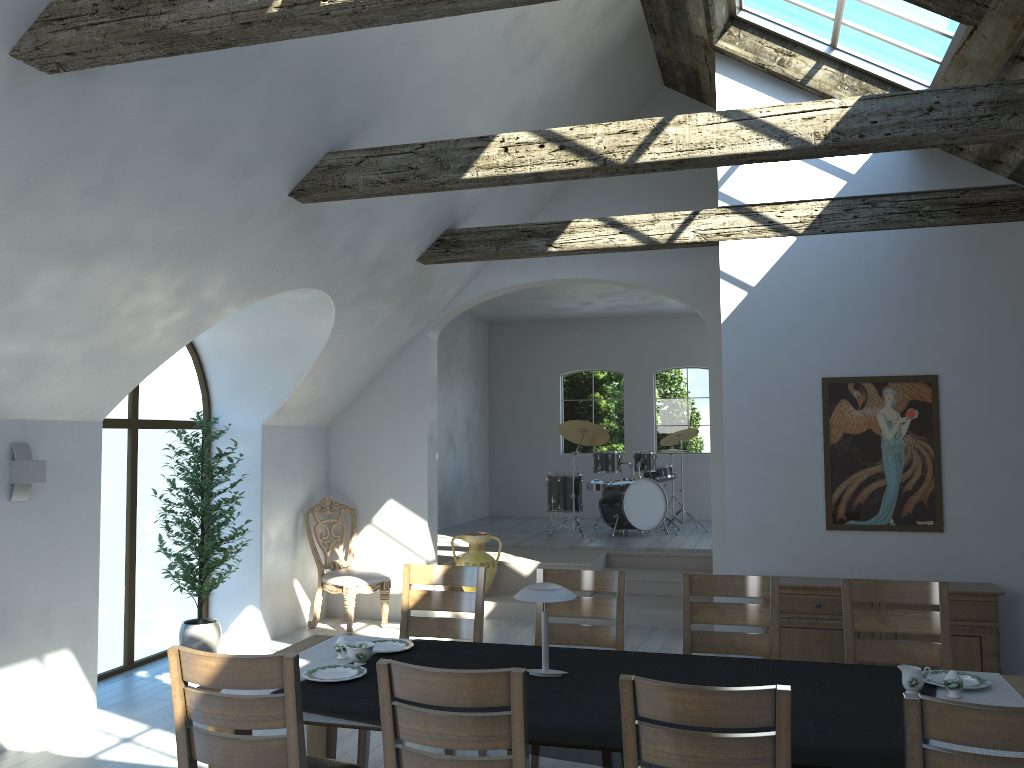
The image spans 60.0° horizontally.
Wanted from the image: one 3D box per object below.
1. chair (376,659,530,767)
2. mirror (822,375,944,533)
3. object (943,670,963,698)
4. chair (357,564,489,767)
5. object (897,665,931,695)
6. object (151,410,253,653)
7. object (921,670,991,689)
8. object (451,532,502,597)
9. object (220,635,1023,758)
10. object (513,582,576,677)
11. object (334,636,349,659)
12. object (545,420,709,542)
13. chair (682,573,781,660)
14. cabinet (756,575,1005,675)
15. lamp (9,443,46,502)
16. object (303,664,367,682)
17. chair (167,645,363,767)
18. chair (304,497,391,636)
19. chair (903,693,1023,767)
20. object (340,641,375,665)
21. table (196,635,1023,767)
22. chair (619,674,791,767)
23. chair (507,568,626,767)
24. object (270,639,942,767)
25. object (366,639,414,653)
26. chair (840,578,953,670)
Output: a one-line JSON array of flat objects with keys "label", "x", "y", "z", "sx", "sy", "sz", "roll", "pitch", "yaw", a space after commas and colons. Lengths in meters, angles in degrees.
[{"label": "chair", "x": -0.113, "y": 1.358, "z": 2.875, "sx": 0.514, "sy": 1.006, "sz": 0.605, "roll": -1, "pitch": -4, "yaw": 16}, {"label": "mirror", "x": 2.502, "y": 0.470, "z": 6.008, "sx": 0.736, "sy": 1.047, "sz": 0.009, "roll": -1, "pitch": -4, "yaw": 16}, {"label": "object", "x": 1.588, "y": 1.077, "z": 3.190, "sx": 0.064, "sy": 0.092, "sz": 0.064, "roll": 0, "pitch": -4, "yaw": -7}, {"label": "chair", "x": -0.428, "y": 1.460, "z": 4.492, "sx": 0.514, "sy": 1.006, "sz": 0.605, "roll": -1, "pitch": -4, "yaw": 16}, {"label": "object", "x": 1.465, "y": 1.078, "z": 3.235, "sx": 0.100, "sy": 0.098, "sz": 0.071, "roll": 1, "pitch": -4, "yaw": -15}, {"label": "object", "x": -2.366, "y": 1.157, "z": 6.788, "sx": 0.718, "sy": 1.920, "sz": 0.737, "roll": -3, "pitch": -4, "yaw": 35}, {"label": "object", "x": 1.671, "y": 1.124, "z": 3.360, "sx": 0.250, "sy": 0.017, "sz": 0.253, "roll": -1, "pitch": -4, "yaw": 16}, {"label": "object", "x": -0.345, "y": 1.753, "z": 8.568, "sx": 0.402, "sy": 0.605, "sz": 0.396, "roll": 1, "pitch": -4, "yaw": -27}, {"label": "object", "x": 0.412, "y": 1.188, "z": 3.438, "sx": 2.872, "sy": 0.077, "sz": 1.050, "roll": -1, "pitch": -4, "yaw": 16}, {"label": "object", "x": 0.132, "y": 0.973, "z": 3.523, "sx": 0.251, "sy": 0.362, "sz": 0.251, "roll": -3, "pitch": -4, "yaw": 39}, {"label": "object", "x": -0.733, "y": 1.134, "z": 3.822, "sx": 0.064, "sy": 0.092, "sz": 0.064, "roll": -3, "pitch": -4, "yaw": 34}, {"label": "object", "x": 1.268, "y": 1.153, "z": 11.078, "sx": 2.354, "sy": 1.383, "sz": 1.465, "roll": 2, "pitch": -4, "yaw": -30}, {"label": "chair", "x": 1.006, "y": 1.424, "z": 4.086, "sx": 0.514, "sy": 1.006, "sz": 0.605, "roll": -1, "pitch": -4, "yaw": 16}, {"label": "cabinet", "x": 2.371, "y": 1.663, "z": 5.796, "sx": 1.481, "sy": 0.714, "sz": 0.383, "roll": -1, "pitch": -4, "yaw": 16}, {"label": "lamp", "x": -2.712, "y": 0.494, "z": 4.970, "sx": 0.127, "sy": 0.325, "sz": 0.127, "roll": -1, "pitch": -4, "yaw": 16}, {"label": "object", "x": -0.702, "y": 1.153, "z": 3.521, "sx": 0.250, "sy": 0.017, "sz": 0.253, "roll": -1, "pitch": -4, "yaw": 16}, {"label": "chair", "x": -0.830, "y": 1.376, "z": 3.077, "sx": 0.514, "sy": 1.006, "sz": 0.605, "roll": -1, "pitch": -4, "yaw": 16}, {"label": "chair", "x": -1.479, "y": 1.611, "z": 7.985, "sx": 0.655, "sy": 1.159, "sz": 0.552, "roll": -3, "pitch": -5, "yaw": 41}, {"label": "chair", "x": 1.320, "y": 1.322, "z": 2.469, "sx": 0.514, "sy": 1.006, "sz": 0.605, "roll": -1, "pitch": -4, "yaw": 16}, {"label": "object", "x": -0.639, "y": 1.132, "z": 3.714, "sx": 0.130, "sy": 0.081, "sz": 0.124, "roll": 2, "pitch": -4, "yaw": -32}, {"label": "table", "x": 0.397, "y": 1.522, "z": 3.418, "sx": 3.078, "sy": 0.737, "sz": 0.939, "roll": -1, "pitch": -4, "yaw": 16}, {"label": "chair", "x": 0.604, "y": 1.340, "z": 2.672, "sx": 0.514, "sy": 1.006, "sz": 0.605, "roll": -1, "pitch": -4, "yaw": 16}, {"label": "chair", "x": 0.289, "y": 1.442, "z": 4.289, "sx": 0.514, "sy": 1.006, "sz": 0.605, "roll": -1, "pitch": -4, "yaw": 16}, {"label": "object", "x": 0.418, "y": 1.261, "z": 3.435, "sx": 2.456, "sy": 0.227, "sz": 1.073, "roll": -1, "pitch": -4, "yaw": 16}, {"label": "object", "x": -0.567, "y": 1.179, "z": 3.975, "sx": 0.250, "sy": 0.017, "sz": 0.253, "roll": -1, "pitch": -4, "yaw": 16}, {"label": "chair", "x": 1.722, "y": 1.406, "z": 3.884, "sx": 0.514, "sy": 1.006, "sz": 0.605, "roll": -1, "pitch": -4, "yaw": 16}]
